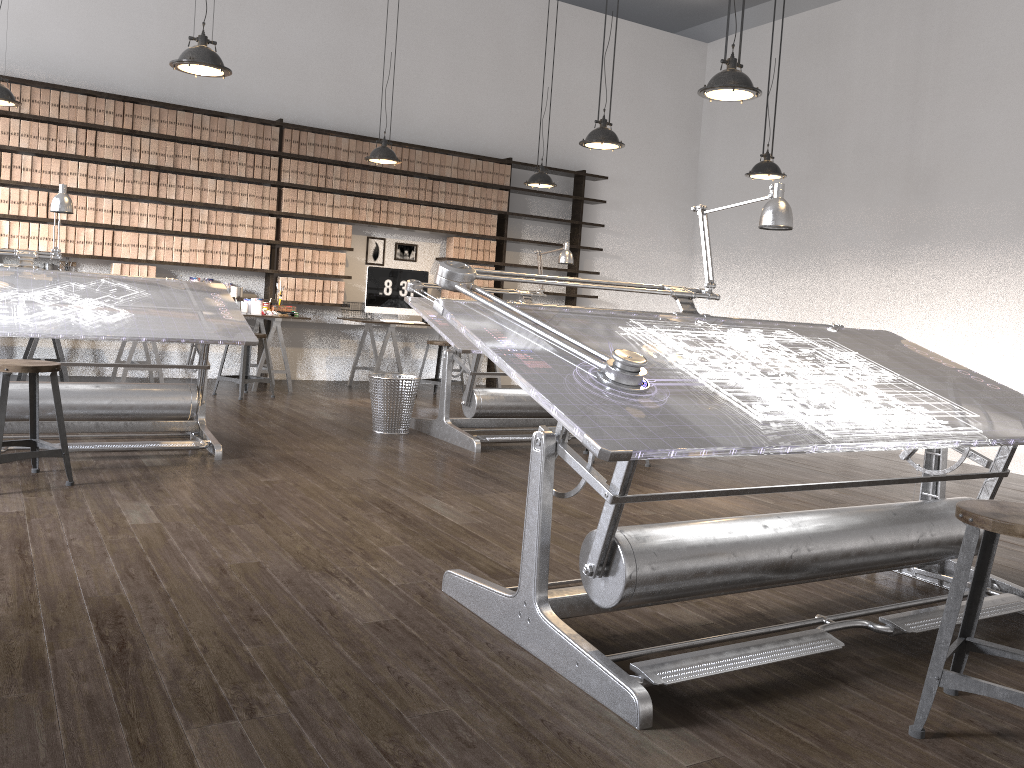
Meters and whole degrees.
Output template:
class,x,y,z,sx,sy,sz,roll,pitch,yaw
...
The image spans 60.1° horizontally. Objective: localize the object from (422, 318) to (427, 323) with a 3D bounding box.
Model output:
class,x,y,z,sx,sy,sz,roll,pitch,yaw
object,-0.865,-0.688,8.982,0.092,0.142,0.096,7,4,38

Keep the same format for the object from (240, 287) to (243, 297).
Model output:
class,x,y,z,sx,sy,sz,roll,pitch,yaw
object,-2.535,-0.854,8.236,0.062,0.095,0.062,4,3,1

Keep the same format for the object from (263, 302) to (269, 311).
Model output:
class,x,y,z,sx,sy,sz,roll,pitch,yaw
object,-2.233,-0.688,8.028,0.049,0.111,0.049,3,3,-27

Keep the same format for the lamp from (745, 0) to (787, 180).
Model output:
class,x,y,z,sx,sy,sz,roll,pitch,yaw
lamp,2.018,-2.702,6.725,0.313,2.248,0.310,6,3,39

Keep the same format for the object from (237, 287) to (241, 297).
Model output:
class,x,y,z,sx,sy,sz,roll,pitch,yaw
object,-2.534,-0.847,8.165,0.063,0.094,0.063,4,3,1

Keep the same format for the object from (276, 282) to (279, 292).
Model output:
class,x,y,z,sx,sy,sz,roll,pitch,yaw
object,-2.141,-0.828,8.117,0.055,0.213,0.007,3,2,-24

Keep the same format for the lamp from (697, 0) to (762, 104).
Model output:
class,x,y,z,sx,sy,sz,roll,pitch,yaw
lamp,1.153,-2.540,4.331,0.310,2.261,0.313,4,2,-6

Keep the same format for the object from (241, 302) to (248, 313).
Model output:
class,x,y,z,sx,sy,sz,roll,pitch,yaw
object,-2.411,-0.691,7.983,0.062,0.094,0.062,5,3,19

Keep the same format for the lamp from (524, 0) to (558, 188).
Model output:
class,x,y,z,sx,sy,sz,roll,pitch,yaw
lamp,0.341,-2.947,8.114,0.310,2.248,0.313,4,2,-6

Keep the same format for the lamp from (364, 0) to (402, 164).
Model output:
class,x,y,z,sx,sy,sz,roll,pitch,yaw
lamp,-0.992,-2.969,7.316,0.310,2.248,0.313,4,2,-6

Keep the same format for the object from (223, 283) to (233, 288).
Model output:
class,x,y,z,sx,sy,sz,roll,pitch,yaw
object,-2.646,-0.874,8.223,0.094,0.129,0.095,1,4,-44

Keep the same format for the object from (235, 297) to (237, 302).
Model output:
class,x,y,z,sx,sy,sz,roll,pitch,yaw
object,-2.508,-0.725,8.062,0.029,0.133,0.004,3,2,-26

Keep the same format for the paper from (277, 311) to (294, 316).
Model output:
class,x,y,z,sx,sy,sz,roll,pitch,yaw
paper,-2.042,-0.636,7.996,0.155,0.038,0.138,3,5,-16

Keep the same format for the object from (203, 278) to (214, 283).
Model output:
class,x,y,z,sx,sy,sz,roll,pitch,yaw
object,-2.768,-0.884,8.089,0.094,0.161,0.206,2,4,-29

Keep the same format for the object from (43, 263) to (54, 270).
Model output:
class,x,y,z,sx,sy,sz,roll,pitch,yaw
object,-3.917,-0.923,7.480,0.079,0.188,0.079,6,3,38

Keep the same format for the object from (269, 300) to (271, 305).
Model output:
class,x,y,z,sx,sy,sz,roll,pitch,yaw
object,-2.223,-0.715,8.096,0.040,0.130,0.005,2,3,-33

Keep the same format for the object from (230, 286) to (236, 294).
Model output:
class,x,y,z,sx,sy,sz,roll,pitch,yaw
object,-2.583,-0.854,8.196,0.044,0.102,0.045,2,3,-40

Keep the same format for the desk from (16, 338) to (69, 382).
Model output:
class,x,y,z,sx,sy,sz,roll,pitch,yaw
desk,-4.195,-0.324,6.788,1.667,0.668,0.658,1,5,-31

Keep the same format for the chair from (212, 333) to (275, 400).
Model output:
class,x,y,z,sx,sy,sz,roll,pitch,yaw
chair,-2.191,-0.153,7.281,0.359,0.527,0.372,6,4,32

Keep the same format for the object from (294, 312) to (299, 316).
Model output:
class,x,y,z,sx,sy,sz,roll,pitch,yaw
object,-1.979,-0.642,8.107,0.049,0.037,0.049,2,5,-27

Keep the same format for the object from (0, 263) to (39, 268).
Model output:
class,x,y,z,sx,sy,sz,roll,pitch,yaw
object,-4.074,-0.905,7.285,0.316,0.152,0.193,1,5,-31

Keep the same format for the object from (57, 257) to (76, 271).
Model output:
class,x,y,z,sx,sy,sz,roll,pitch,yaw
object,-3.752,-0.960,7.484,0.157,0.271,0.181,7,4,43

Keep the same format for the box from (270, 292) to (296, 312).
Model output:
class,x,y,z,sx,sy,sz,roll,pitch,yaw
box,-2.100,-0.740,8.133,0.211,0.207,0.138,2,4,-31

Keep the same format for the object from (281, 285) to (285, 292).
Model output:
class,x,y,z,sx,sy,sz,roll,pitch,yaw
object,-2.125,-0.816,8.125,0.071,0.186,0.008,5,2,12

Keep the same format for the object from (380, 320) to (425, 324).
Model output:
class,x,y,z,sx,sy,sz,roll,pitch,yaw
object,-1.048,-0.597,8.498,0.438,0.017,0.119,0,6,-35

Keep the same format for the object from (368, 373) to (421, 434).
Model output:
class,x,y,z,sx,sy,sz,roll,pitch,yaw
object,-0.800,0.135,5.938,0.353,0.377,0.354,3,4,-9

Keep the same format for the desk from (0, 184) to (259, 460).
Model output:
class,x,y,z,sx,sy,sz,roll,pitch,yaw
desk,-2.566,-0.366,4.508,2.278,1.384,1.080,1,4,-31

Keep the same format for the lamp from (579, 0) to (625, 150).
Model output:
class,x,y,z,sx,sy,sz,roll,pitch,yaw
lamp,0.685,-2.724,5.927,0.310,2.248,0.313,4,2,-6

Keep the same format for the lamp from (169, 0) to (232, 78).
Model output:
class,x,y,z,sx,sy,sz,roll,pitch,yaw
lamp,-1.548,-2.761,4.591,0.310,2.248,0.313,4,2,-11

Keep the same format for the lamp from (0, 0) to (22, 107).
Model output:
class,x,y,z,sx,sy,sz,roll,pitch,yaw
lamp,-3.380,-3.009,5.887,0.313,2.248,0.310,6,3,39

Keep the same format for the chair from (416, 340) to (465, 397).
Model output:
class,x,y,z,sx,sy,sz,roll,pitch,yaw
chair,-0.652,-0.130,8.233,0.372,0.527,0.358,6,4,27

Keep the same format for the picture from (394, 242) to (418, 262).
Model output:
class,x,y,z,sx,sy,sz,roll,pitch,yaw
picture,-1.103,-1.367,9.191,0.251,0.183,0.023,2,3,-31

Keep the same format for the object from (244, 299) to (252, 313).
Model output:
class,x,y,z,sx,sy,sz,roll,pitch,yaw
object,-2.405,-0.714,8.094,0.095,0.128,0.094,2,4,-35

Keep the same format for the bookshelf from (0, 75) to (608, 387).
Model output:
class,x,y,z,sx,sy,sz,roll,pitch,yaw
bookshelf,-3.037,-0.903,7.978,9.169,3.200,0.374,1,3,-31

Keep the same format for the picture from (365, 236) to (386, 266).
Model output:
class,x,y,z,sx,sy,sz,roll,pitch,yaw
picture,-1.392,-1.351,9.021,0.201,0.284,0.022,2,3,-32

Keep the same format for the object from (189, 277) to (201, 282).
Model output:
class,x,y,z,sx,sy,sz,roll,pitch,yaw
object,-2.872,-0.884,8.013,0.095,0.161,0.094,2,4,-35

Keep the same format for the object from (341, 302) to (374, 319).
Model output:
class,x,y,z,sx,sy,sz,roll,pitch,yaw
object,-1.497,-0.710,8.588,0.284,0.160,0.204,0,5,-39

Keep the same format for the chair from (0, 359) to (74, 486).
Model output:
class,x,y,z,sx,sy,sz,roll,pitch,yaw
chair,-2.112,0.170,3.777,0.373,0.527,0.358,6,4,37

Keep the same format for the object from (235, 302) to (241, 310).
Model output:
class,x,y,z,sx,sy,sz,roll,pitch,yaw
object,-2.481,-0.697,7.992,0.062,0.093,0.063,5,3,10

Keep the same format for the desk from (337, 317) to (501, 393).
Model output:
class,x,y,z,sx,sy,sz,roll,pitch,yaw
desk,-0.847,-0.268,8.792,1.667,0.668,0.658,1,5,-31

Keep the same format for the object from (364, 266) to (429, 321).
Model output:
class,x,y,z,sx,sy,sz,roll,pitch,yaw
object,-1.146,-0.874,8.713,0.642,0.517,0.205,2,3,-31

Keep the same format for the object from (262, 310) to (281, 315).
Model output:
class,x,y,z,sx,sy,sz,roll,pitch,yaw
object,-2.143,-0.639,7.910,0.132,0.050,0.197,7,6,30

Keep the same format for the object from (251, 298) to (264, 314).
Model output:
class,x,y,z,sx,sy,sz,roll,pitch,yaw
object,-2.309,-0.707,8.027,0.105,0.141,0.104,3,4,-23

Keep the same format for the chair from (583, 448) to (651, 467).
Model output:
class,x,y,z,sx,sy,sz,roll,pitch,yaw
chair,0.655,0.215,5.442,0.371,0.527,0.359,4,3,-3

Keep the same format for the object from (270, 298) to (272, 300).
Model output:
class,x,y,z,sx,sy,sz,roll,pitch,yaw
object,-2.218,-0.715,8.105,0.033,0.147,0.005,3,3,-32

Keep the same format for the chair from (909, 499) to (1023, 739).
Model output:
class,x,y,z,sx,sy,sz,roll,pitch,yaw
chair,1.172,0.561,2.033,0.373,0.527,0.358,6,4,37

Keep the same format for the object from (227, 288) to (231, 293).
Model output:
class,x,y,z,sx,sy,sz,roll,pitch,yaw
object,-2.617,-0.841,8.143,0.054,0.081,0.054,1,4,-41

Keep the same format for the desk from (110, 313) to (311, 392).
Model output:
class,x,y,z,sx,sy,sz,roll,pitch,yaw
desk,-2.682,-0.299,7.693,1.667,0.668,0.658,1,5,-31

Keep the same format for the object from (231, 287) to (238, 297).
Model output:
class,x,y,z,sx,sy,sz,roll,pitch,yaw
object,-2.541,-0.842,8.099,0.062,0.095,0.062,4,3,1

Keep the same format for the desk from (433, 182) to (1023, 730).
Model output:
class,x,y,z,sx,sy,sz,roll,pitch,yaw
desk,0.808,0.026,2.823,2.067,1.384,1.080,2,4,-31

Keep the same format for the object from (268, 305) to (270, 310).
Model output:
class,x,y,z,sx,sy,sz,roll,pitch,yaw
object,-2.245,-0.683,8.096,0.060,0.088,0.060,2,3,-26

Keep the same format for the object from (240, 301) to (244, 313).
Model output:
class,x,y,z,sx,sy,sz,roll,pitch,yaw
object,-2.443,-0.699,8.036,0.045,0.101,0.044,2,3,-31
